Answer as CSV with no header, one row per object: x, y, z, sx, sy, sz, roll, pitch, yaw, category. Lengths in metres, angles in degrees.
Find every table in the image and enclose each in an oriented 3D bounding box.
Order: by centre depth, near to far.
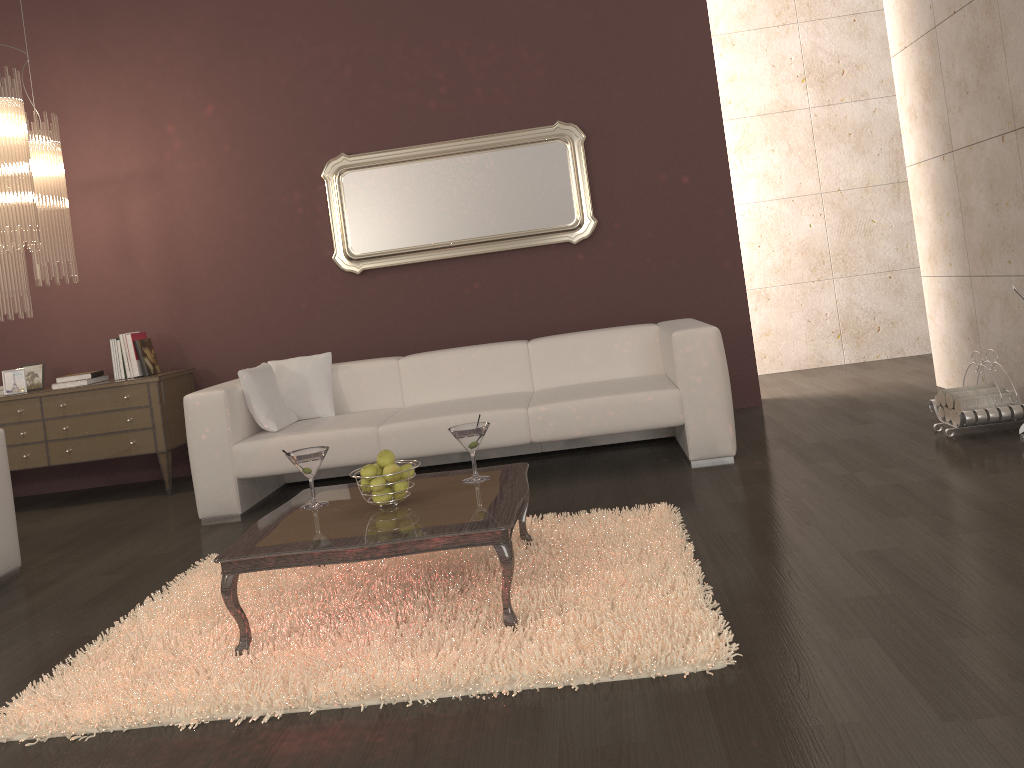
-0.378,0.548,2.908,0.913,0.302,0.910,-7,6,3,table

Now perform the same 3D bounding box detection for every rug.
-0.375,0.697,2.892,1.994,0.067,1.519,-7,6,4,rug

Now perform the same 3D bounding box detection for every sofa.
-2.786,0.678,3.062,0.942,0.649,2.039,-7,6,5,sofa
-0.262,0.144,4.834,2.778,0.651,0.949,-7,4,4,sofa

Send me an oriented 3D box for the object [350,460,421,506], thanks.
-0.408,0.336,2.893,0.236,0.119,0.232,-12,6,-40,object

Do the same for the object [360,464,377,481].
-0.462,0.286,2.842,0.053,0.051,0.054,-7,3,5,object

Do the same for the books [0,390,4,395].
-3.419,0.070,5.708,0.273,0.032,0.203,-5,7,24,books

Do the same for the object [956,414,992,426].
2.225,0.159,4.129,0.243,0.059,0.061,-7,3,4,object

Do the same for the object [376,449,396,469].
-0.413,0.246,2.886,0.062,0.064,0.062,-7,3,5,object

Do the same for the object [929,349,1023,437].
2.286,0.024,4.227,0.501,0.380,0.433,-7,3,5,object

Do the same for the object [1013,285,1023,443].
2.297,-0.086,3.757,0.216,0.698,0.263,-8,0,5,object

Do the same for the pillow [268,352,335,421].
-1.208,0.024,5.043,0.376,0.362,0.169,-8,1,3,pillow

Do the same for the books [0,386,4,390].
-3.430,0.044,5.688,0.231,0.027,0.171,-5,7,24,books

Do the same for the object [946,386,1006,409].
2.227,0.067,4.224,0.251,0.077,0.079,-7,3,4,object

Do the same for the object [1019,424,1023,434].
2.269,-0.088,3.862,0.124,0.603,0.117,-8,0,44,object

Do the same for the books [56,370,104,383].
-2.769,-0.048,5.650,0.211,0.034,0.289,-9,6,-10,books

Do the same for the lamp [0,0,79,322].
-2.897,-1.800,5.097,0.480,2.835,0.487,-8,-1,41,lamp

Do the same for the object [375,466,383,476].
-0.441,0.292,2.882,0.046,0.043,0.045,-9,3,-24,object

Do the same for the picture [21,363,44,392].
-3.127,-0.043,5.742,0.141,0.171,0.077,-8,1,-11,picture

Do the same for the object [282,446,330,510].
-0.697,0.314,3.045,0.151,0.216,0.151,-8,2,-3,object

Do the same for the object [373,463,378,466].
-0.453,0.293,2.954,0.054,0.054,0.054,-9,3,-33,object

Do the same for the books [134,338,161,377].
-2.347,-0.173,5.667,0.068,0.237,0.173,-8,2,5,books

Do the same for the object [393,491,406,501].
-0.371,0.362,2.893,0.044,0.043,0.043,-7,3,8,object

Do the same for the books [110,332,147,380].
-2.453,-0.187,5.678,0.178,0.289,0.205,-8,2,5,books

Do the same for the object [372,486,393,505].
-0.421,0.360,2.863,0.068,0.063,0.069,-10,4,-40,object

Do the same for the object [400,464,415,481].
-0.352,0.292,2.901,0.062,0.055,0.061,-8,3,-2,object

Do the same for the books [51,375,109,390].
-2.756,-0.013,5.634,0.224,0.035,0.309,-8,6,0,books

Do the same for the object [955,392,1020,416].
2.228,0.093,4.132,0.261,0.079,0.080,-7,3,4,object

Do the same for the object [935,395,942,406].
2.239,0.066,4.370,0.251,0.057,0.057,-7,3,4,object

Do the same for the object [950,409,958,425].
2.234,0.142,4.195,0.251,0.077,0.079,-7,3,4,object

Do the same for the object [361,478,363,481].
-0.467,0.320,2.908,0.066,0.066,0.065,-9,3,-28,object

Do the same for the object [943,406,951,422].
2.255,0.131,4.272,0.275,0.074,0.083,-7,3,4,object

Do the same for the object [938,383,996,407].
2.231,0.053,4.310,0.251,0.082,0.082,-7,3,4,object

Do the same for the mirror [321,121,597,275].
-0.359,-1.227,5.824,1.780,0.825,0.047,-7,-1,4,mirror

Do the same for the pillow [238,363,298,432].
-1.326,0.069,4.783,0.185,0.358,0.378,-8,3,4,pillow

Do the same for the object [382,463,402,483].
-0.387,0.288,2.849,0.063,0.061,0.057,-9,3,-26,object

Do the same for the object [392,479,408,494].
-0.361,0.331,2.856,0.051,0.048,0.051,-8,3,-1,object

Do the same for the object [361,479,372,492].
-0.469,0.327,2.860,0.045,0.045,0.044,-8,3,-4,object

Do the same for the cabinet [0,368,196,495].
-2.838,0.382,5.651,1.525,0.730,0.534,-7,2,4,cabinet

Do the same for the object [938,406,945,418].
2.243,0.122,4.340,0.251,0.057,0.057,-7,3,4,object

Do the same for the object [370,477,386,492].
-0.430,0.321,2.829,0.053,0.051,0.054,-7,3,9,object

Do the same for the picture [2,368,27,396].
-3.147,-0.014,5.571,0.129,0.156,0.050,-9,1,-26,picture

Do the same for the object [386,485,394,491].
-0.421,0.359,2.927,0.055,0.055,0.055,-7,3,16,object

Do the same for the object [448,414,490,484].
-0.141,0.232,3.112,0.152,0.216,0.151,-8,2,-20,object
